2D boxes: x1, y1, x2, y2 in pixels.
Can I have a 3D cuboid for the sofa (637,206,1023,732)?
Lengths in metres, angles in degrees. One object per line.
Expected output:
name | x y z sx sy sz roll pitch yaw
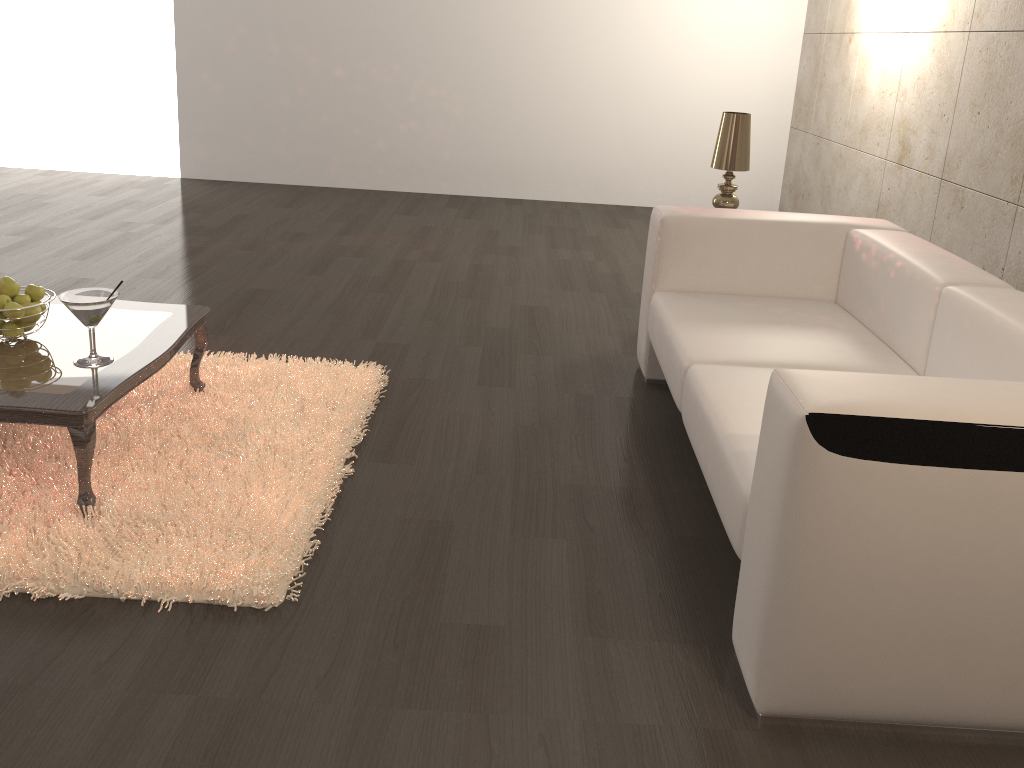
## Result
sofa | 0.960 -0.006 2.551 0.943 0.630 2.099 4 21 0

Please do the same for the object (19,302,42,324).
object | -1.386 -0.205 2.527 0.066 0.064 0.067 -8 22 -31

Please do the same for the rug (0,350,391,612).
rug | -1.450 0.147 2.637 1.997 0.065 1.563 4 22 0

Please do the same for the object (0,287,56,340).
object | -1.444 -0.191 2.543 0.237 0.115 0.239 -16 28 -41

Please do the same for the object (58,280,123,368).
object | -1.149 -0.164 2.404 0.151 0.210 0.156 1 18 -7

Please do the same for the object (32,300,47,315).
object | -1.386 -0.221 2.573 0.045 0.044 0.046 1 19 -8

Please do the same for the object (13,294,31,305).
object | -1.415 -0.241 2.543 0.045 0.042 0.047 -7 21 -27

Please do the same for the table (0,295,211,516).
table | -1.457 0.016 2.583 0.913 0.293 0.937 3 21 -1

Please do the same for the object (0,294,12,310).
object | -1.442 -0.229 2.491 0.046 0.048 0.051 8 19 14

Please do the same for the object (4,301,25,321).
object | -1.399 -0.206 2.476 0.054 0.053 0.055 -10 23 -35

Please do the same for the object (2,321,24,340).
object | -1.427 -0.155 2.518 0.055 0.053 0.056 7 19 11

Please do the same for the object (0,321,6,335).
object | -1.480 -0.163 2.548 0.044 0.042 0.044 5 19 4

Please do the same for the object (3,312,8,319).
object | -1.493 -0.209 2.575 0.051 0.046 0.053 2 19 -5

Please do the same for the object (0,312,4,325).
object | -1.470 -0.189 2.488 0.061 0.060 0.063 -9 23 -33

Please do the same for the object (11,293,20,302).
object | -1.471 -0.255 2.571 0.063 0.059 0.058 -7 22 -29

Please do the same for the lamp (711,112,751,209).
lamp | 0.907 -0.885 3.670 0.162 0.469 0.162 14 19 32

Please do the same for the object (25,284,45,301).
object | -1.397 -0.268 2.579 0.053 0.050 0.055 4 19 1

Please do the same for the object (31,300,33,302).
object | -1.427 -0.238 2.599 0.053 0.049 0.055 5 19 4

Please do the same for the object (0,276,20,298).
object | -1.446 -0.278 2.526 0.062 0.062 0.064 4 19 0

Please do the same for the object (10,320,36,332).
object | -1.431 -0.185 2.577 0.068 0.061 0.070 -14 26 -42
